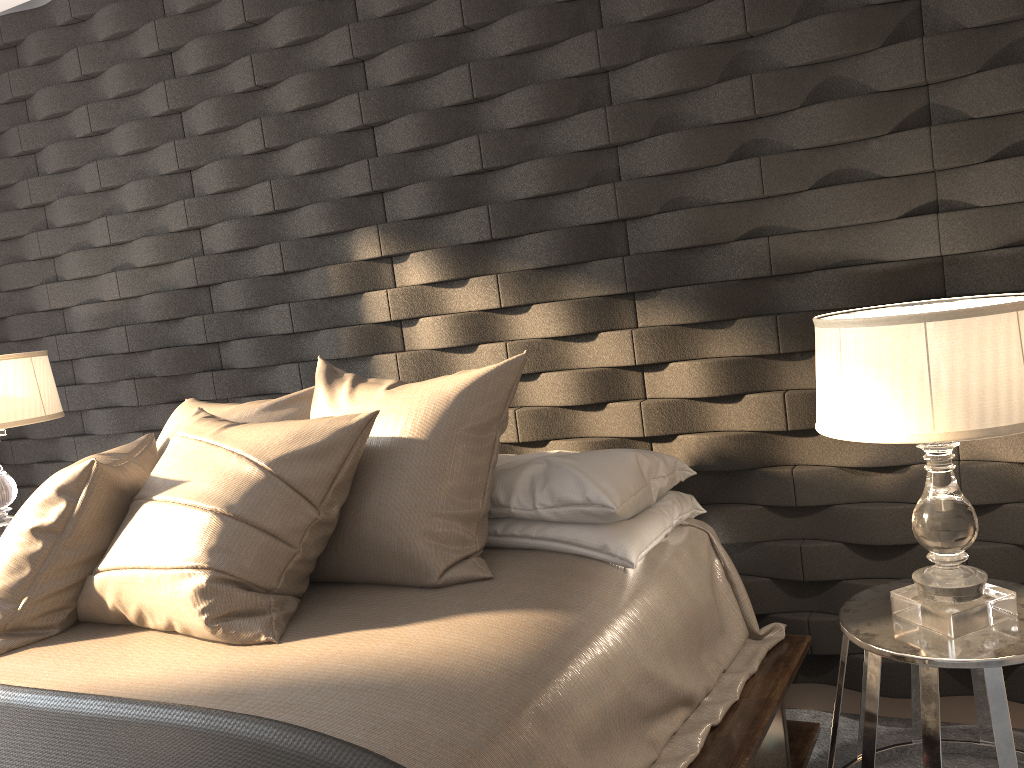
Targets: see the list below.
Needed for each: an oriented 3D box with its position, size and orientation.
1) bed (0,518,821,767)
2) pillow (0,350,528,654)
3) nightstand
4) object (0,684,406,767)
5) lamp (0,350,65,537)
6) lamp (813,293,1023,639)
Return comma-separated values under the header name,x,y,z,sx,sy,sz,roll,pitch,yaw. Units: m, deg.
name,x,y,z,sx,sy,sz,roll,pitch,yaw
bed,-0.760,0.836,1.717,2.188,0.624,2.398,-4,6,29
pillow,-0.667,0.233,2.035,1.200,0.518,0.942,-4,6,29
nightstand,0.925,0.700,1.822,0.647,0.472,0.595,-9,6,-23
object,-1.016,0.725,1.291,1.962,0.322,0.646,-4,6,26
lamp,-1.721,0.231,2.886,0.488,0.631,0.443,-10,6,-29
lamp,0.852,0.158,1.753,0.475,0.631,0.456,-8,5,-9
